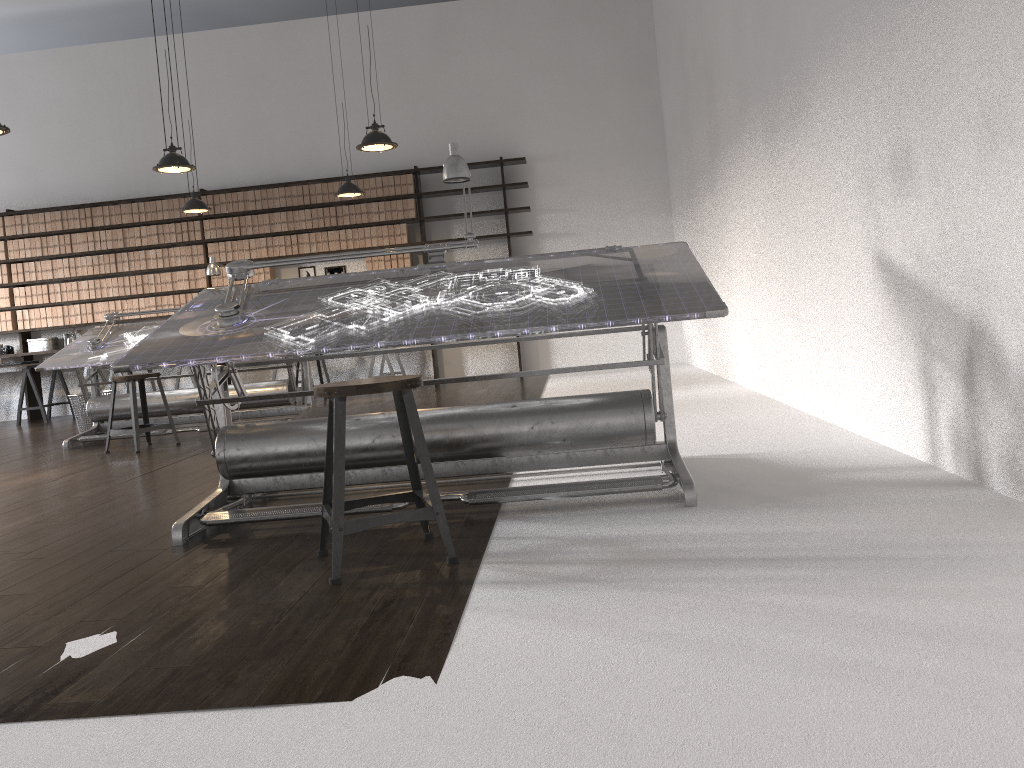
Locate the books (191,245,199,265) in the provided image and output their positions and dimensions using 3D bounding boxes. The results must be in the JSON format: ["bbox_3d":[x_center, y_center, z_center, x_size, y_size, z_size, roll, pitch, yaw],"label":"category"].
[{"bbox_3d":[-3.618,-1.477,10.205,0.066,0.225,0.175,-5,2,4],"label":"books"}]

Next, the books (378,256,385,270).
[{"bbox_3d":[-1.468,-1.395,10.063,0.066,0.225,0.175,-5,2,4],"label":"books"}]

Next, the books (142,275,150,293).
[{"bbox_3d":[-4.197,-1.148,10.255,0.066,0.225,0.175,-5,2,4],"label":"books"}]

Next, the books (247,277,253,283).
[{"bbox_3d":[-2.991,-1.261,10.171,0.066,0.225,0.175,-5,2,4],"label":"books"}]

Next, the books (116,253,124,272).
[{"bbox_3d":[-4.507,-1.399,10.269,0.066,0.225,0.175,-5,2,4],"label":"books"}]

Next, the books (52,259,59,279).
[{"bbox_3d":[-5.269,-1.331,10.319,0.066,0.225,0.175,-5,2,4],"label":"books"}]

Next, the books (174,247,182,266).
[{"bbox_3d":[-3.819,-1.459,10.218,0.066,0.225,0.175,-5,2,4],"label":"books"}]

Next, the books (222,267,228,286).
[{"bbox_3d":[-3.259,-1.237,10.185,0.067,0.225,0.175,-5,2,4],"label":"books"}]

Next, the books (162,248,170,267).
[{"bbox_3d":[-3.957,-1.447,10.230,0.066,0.225,0.175,-5,2,4],"label":"books"}]

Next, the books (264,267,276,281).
[{"bbox_3d":[-2.779,-1.280,10.157,0.066,0.225,0.175,-5,2,4],"label":"books"}]

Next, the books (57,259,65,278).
[{"bbox_3d":[-5.207,-1.336,10.313,0.066,0.225,0.175,-5,2,4],"label":"books"}]

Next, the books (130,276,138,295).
[{"bbox_3d":[-4.345,-1.135,10.265,0.066,0.225,0.175,-5,2,4],"label":"books"}]

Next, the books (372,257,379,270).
[{"bbox_3d":[-1.538,-1.389,10.072,0.066,0.225,0.175,-5,2,4],"label":"books"}]

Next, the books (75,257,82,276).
[{"bbox_3d":[-4.996,-1.355,10.303,0.066,0.225,0.175,-5,2,4],"label":"books"}]

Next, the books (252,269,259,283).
[{"bbox_3d":[-2.920,-1.267,10.167,0.066,0.225,0.175,-5,2,4],"label":"books"}]

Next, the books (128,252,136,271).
[{"bbox_3d":[-4.366,-1.411,10.259,0.066,0.225,0.175,-5,2,4],"label":"books"}]

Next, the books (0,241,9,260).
[{"bbox_3d":[-5.904,-1.550,10.352,0.067,0.225,0.175,-5,2,4],"label":"books"}]

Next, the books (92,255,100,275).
[{"bbox_3d":[-4.783,-1.374,10.281,0.067,0.225,0.175,-5,2,4],"label":"books"}]

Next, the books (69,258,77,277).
[{"bbox_3d":[-5.065,-1.349,10.306,0.066,0.225,0.175,-5,2,4],"label":"books"}]

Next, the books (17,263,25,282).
[{"bbox_3d":[-5.689,-1.294,10.344,0.067,0.225,0.175,-5,2,4],"label":"books"}]

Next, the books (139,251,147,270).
[{"bbox_3d":[-4.229,-1.423,10.243,0.067,0.225,0.175,-5,2,4],"label":"books"}]

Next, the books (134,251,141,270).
[{"bbox_3d":[-4.295,-1.417,10.254,0.066,0.225,0.175,-5,2,4],"label":"books"}]

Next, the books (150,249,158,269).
[{"bbox_3d":[-4.099,-1.434,10.237,0.066,0.225,0.175,-5,2,4],"label":"books"}]

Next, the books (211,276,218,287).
[{"bbox_3d":[-3.398,-1.225,10.200,0.066,0.225,0.175,-5,2,4],"label":"books"}]

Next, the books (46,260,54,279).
[{"bbox_3d":[-5.336,-1.325,10.319,0.067,0.225,0.175,-5,2,4],"label":"books"}]

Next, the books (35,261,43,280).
[{"bbox_3d":[-5.473,-1.313,10.335,0.066,0.225,0.175,-5,2,4],"label":"books"}]

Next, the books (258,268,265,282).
[{"bbox_3d":[-2.850,-1.273,10.158,0.066,0.225,0.175,-5,2,4],"label":"books"}]

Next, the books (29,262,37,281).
[{"bbox_3d":[-5.544,-1.307,10.335,0.066,0.225,0.175,-5,2,4],"label":"books"}]

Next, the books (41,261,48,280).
[{"bbox_3d":[-5.403,-1.319,10.330,0.066,0.225,0.175,-5,2,4],"label":"books"}]

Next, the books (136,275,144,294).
[{"bbox_3d":[-4.272,-1.141,10.255,0.067,0.225,0.175,-5,2,4],"label":"books"}]

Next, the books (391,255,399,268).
[{"bbox_3d":[-1.323,-1.408,10.052,0.067,0.225,0.175,-5,2,4],"label":"books"}]

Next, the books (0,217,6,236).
[{"bbox_3d":[-5.922,-1.827,10.344,0.066,0.225,0.175,-5,2,4],"label":"books"}]

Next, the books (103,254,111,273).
[{"bbox_3d":[-4.655,-1.385,10.279,0.066,0.225,0.175,-5,2,4],"label":"books"}]

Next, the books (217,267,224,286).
[{"bbox_3d":[-3.328,-1.231,10.194,0.066,0.225,0.175,-5,2,4],"label":"books"}]

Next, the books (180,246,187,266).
[{"bbox_3d":[-3.747,-1.465,10.210,0.066,0.225,0.175,-5,2,4],"label":"books"}]

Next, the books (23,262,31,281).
[{"bbox_3d":[-5.614,-1.301,10.345,0.066,0.225,0.175,-5,2,4],"label":"books"}]

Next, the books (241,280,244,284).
[{"bbox_3d":[-3.058,-1.254,10.170,0.067,0.225,0.175,-5,2,4],"label":"books"}]

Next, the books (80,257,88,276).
[{"bbox_3d":[-4.927,-1.361,10.294,0.066,0.225,0.175,-5,2,4],"label":"books"}]

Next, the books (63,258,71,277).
[{"bbox_3d":[-5.135,-1.343,10.307,0.067,0.225,0.175,-5,2,4],"label":"books"}]

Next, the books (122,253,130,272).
[{"bbox_3d":[-4.436,-1.405,10.259,0.066,0.225,0.175,-5,2,4],"label":"books"}]

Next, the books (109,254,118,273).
[{"bbox_3d":[-4.581,-1.392,10.268,0.067,0.225,0.175,-5,2,4],"label":"books"}]

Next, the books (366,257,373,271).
[{"bbox_3d":[-1.608,-1.383,10.077,0.066,0.225,0.175,-5,2,4],"label":"books"}]

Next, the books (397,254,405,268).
[{"bbox_3d":[-1.249,-1.415,10.052,0.066,0.225,0.175,-5,2,4],"label":"books"}]

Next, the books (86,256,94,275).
[{"bbox_3d":[-4.855,-1.367,10.286,0.066,0.225,0.175,-5,2,4],"label":"books"}]

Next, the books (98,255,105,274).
[{"bbox_3d":[-4.720,-1.380,10.281,0.066,0.225,0.175,-5,2,4],"label":"books"}]

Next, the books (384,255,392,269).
[{"bbox_3d":[-1.397,-1.402,10.063,0.066,0.225,0.175,-5,2,4],"label":"books"}]

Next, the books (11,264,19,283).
[{"bbox_3d":[-5.762,-1.287,10.355,0.066,0.225,0.175,-5,2,4],"label":"books"}]

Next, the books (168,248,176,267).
[{"bbox_3d":[-3.888,-1.453,10.227,0.066,0.225,0.175,-5,2,4],"label":"books"}]

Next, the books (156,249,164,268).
[{"bbox_3d":[-4.028,-1.441,10.231,0.067,0.225,0.175,-5,2,4],"label":"books"}]

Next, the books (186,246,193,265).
[{"bbox_3d":[-3.681,-1.471,10.205,0.067,0.225,0.175,-5,2,4],"label":"books"}]

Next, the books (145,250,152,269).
[{"bbox_3d":[-4.162,-1.429,10.243,0.066,0.225,0.175,-5,2,4],"label":"books"}]

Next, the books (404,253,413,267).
[{"bbox_3d":[-1.173,-1.422,10.045,0.066,0.225,0.175,-5,2,4],"label":"books"}]

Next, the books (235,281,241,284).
[{"bbox_3d":[-3.124,-1.249,10.179,0.066,0.225,0.175,-5,2,4],"label":"books"}]
